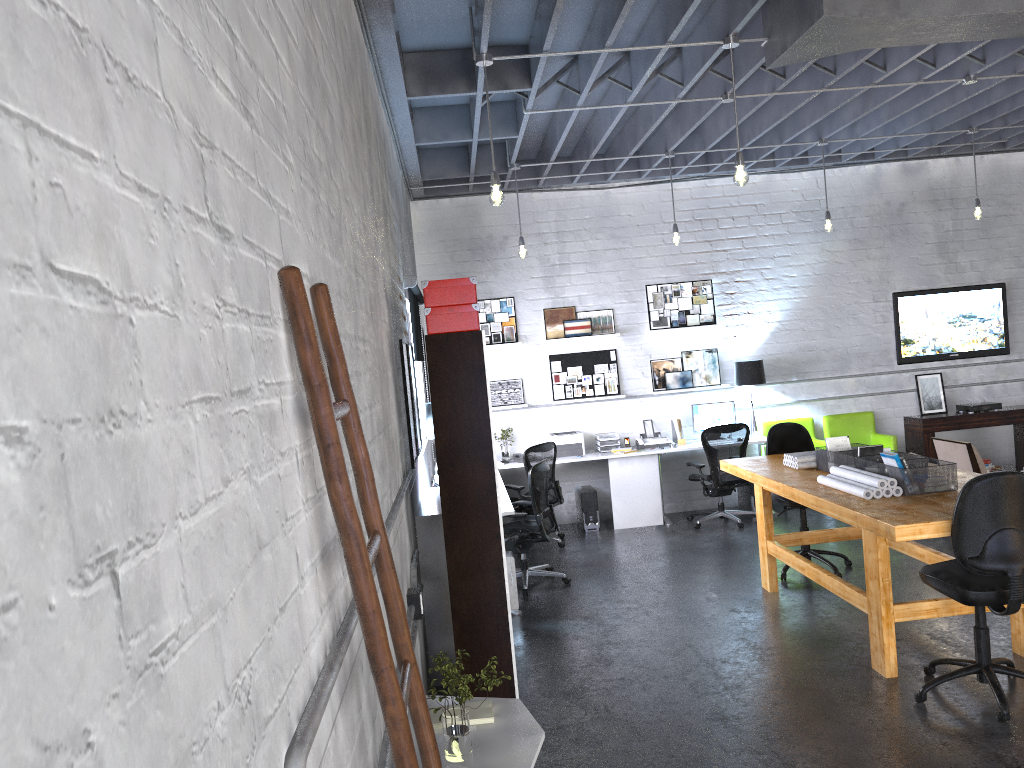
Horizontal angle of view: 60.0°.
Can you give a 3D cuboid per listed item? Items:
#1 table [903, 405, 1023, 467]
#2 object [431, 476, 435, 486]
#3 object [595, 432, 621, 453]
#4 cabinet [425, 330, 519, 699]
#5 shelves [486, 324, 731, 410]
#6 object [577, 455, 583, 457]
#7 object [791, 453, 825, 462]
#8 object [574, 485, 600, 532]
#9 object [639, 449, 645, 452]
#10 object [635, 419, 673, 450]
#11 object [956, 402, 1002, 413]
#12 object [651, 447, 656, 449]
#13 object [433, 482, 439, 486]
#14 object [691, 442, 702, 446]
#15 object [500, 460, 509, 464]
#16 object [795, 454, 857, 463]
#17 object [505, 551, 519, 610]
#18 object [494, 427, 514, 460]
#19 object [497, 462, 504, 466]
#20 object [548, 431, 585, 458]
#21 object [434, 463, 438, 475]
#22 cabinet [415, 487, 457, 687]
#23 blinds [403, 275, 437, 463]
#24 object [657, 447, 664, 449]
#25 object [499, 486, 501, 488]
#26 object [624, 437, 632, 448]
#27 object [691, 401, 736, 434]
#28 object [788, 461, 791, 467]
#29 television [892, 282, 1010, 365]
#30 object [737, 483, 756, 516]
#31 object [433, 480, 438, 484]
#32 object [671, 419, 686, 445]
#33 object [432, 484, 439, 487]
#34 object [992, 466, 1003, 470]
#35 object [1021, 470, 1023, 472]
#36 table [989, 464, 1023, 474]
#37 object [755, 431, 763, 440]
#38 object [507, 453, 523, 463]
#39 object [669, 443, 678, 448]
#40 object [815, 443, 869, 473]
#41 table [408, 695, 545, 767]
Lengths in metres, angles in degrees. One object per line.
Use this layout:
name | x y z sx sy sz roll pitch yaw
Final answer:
table | 5.167 0.714 9.870 1.410 0.820 0.403 -5 3 -3
object | -0.555 0.882 8.276 0.392 0.064 0.259 -5 2 -3
object | 1.039 0.633 9.610 0.229 0.181 0.316 -5 2 -4
cabinet | -0.211 0.758 4.766 0.291 2.049 0.872 -5 3 -4
shelves | 0.844 -0.172 9.653 3.023 0.694 0.199 -5 3 -3
object | 0.714 0.756 9.291 0.075 0.016 0.017 -5 2 22
object | 2.240 0.507 6.284 0.519 0.047 0.046 -5 2 -3
object | 0.807 1.332 9.515 0.180 0.411 0.475 -5 2 -4
object | 1.366 0.700 9.317 0.008 0.007 0.141 -4 2 31
object | 1.507 0.540 9.631 0.405 0.280 0.399 -5 2 -4
object | 5.180 0.260 9.841 0.370 0.082 0.266 -5 2 -3
object | 1.491 0.682 9.393 0.011 0.011 0.125 -4 2 35
object | -0.492 0.853 6.804 0.209 0.208 0.104 -5 3 -3
object | 2.119 0.618 9.380 0.422 0.028 0.181 -6 2 -8
object | -0.083 0.818 9.337 0.114 0.036 0.058 -4 3 36
object | 2.244 0.509 6.228 0.519 0.047 0.046 -5 2 -5
object | -0.207 1.516 6.738 0.478 0.411 0.200 -5 3 -3
object | -0.088 0.647 9.576 0.271 0.363 0.296 -3 3 41
object | -0.285 0.847 9.135 0.421 0.028 0.181 -7 3 -43
object | 0.590 0.648 9.587 0.351 0.235 0.350 -5 2 -4
object | -0.436 0.802 7.854 0.485 0.230 0.420 -5 2 -3
cabinet | -0.329 1.250 5.819 0.465 1.022 1.151 -5 2 -4
blinds | -0.742 -0.010 7.568 0.100 1.633 2.118 -5 2 -4
object | 1.568 0.676 9.350 0.017 0.016 0.076 -7 3 -43
object | -0.161 0.892 7.609 0.119 0.016 0.119 -5 2 14
object | 1.256 0.640 9.667 0.093 0.116 0.067 -5 3 -3
object | 2.195 0.406 9.663 0.465 0.417 0.211 -5 3 2
object | 2.240 0.546 6.355 0.519 0.047 0.047 -5 2 -3
television | 4.936 -0.677 9.959 1.324 0.817 0.021 -5 3 -4
object | 2.587 1.167 9.544 0.180 0.411 0.475 -5 2 -4
object | -0.502 0.850 6.919 0.209 0.208 0.104 -5 3 -4
object | 1.809 0.522 9.644 0.087 0.259 0.236 -5 2 -4
object | -0.486 0.855 6.699 0.209 0.208 0.104 -5 3 -3
object | 4.933 0.852 9.052 0.151 0.040 0.151 -5 2 14
object | 5.073 0.862 8.712 0.131 0.016 0.131 -5 2 3
table | 4.832 1.039 8.864 0.873 0.300 0.872 -5 2 0
object | 2.610 0.545 9.381 0.069 0.083 0.090 -5 2 -4
object | 0.149 0.774 9.333 0.278 0.081 0.411 -7 2 -33
object | 1.706 0.645 9.372 0.095 0.050 0.095 -7 3 -35
object | 2.277 0.507 6.030 0.316 0.156 0.306 -5 2 -3
table | -0.103 1.565 3.091 0.517 0.532 1.335 -5 2 -4
